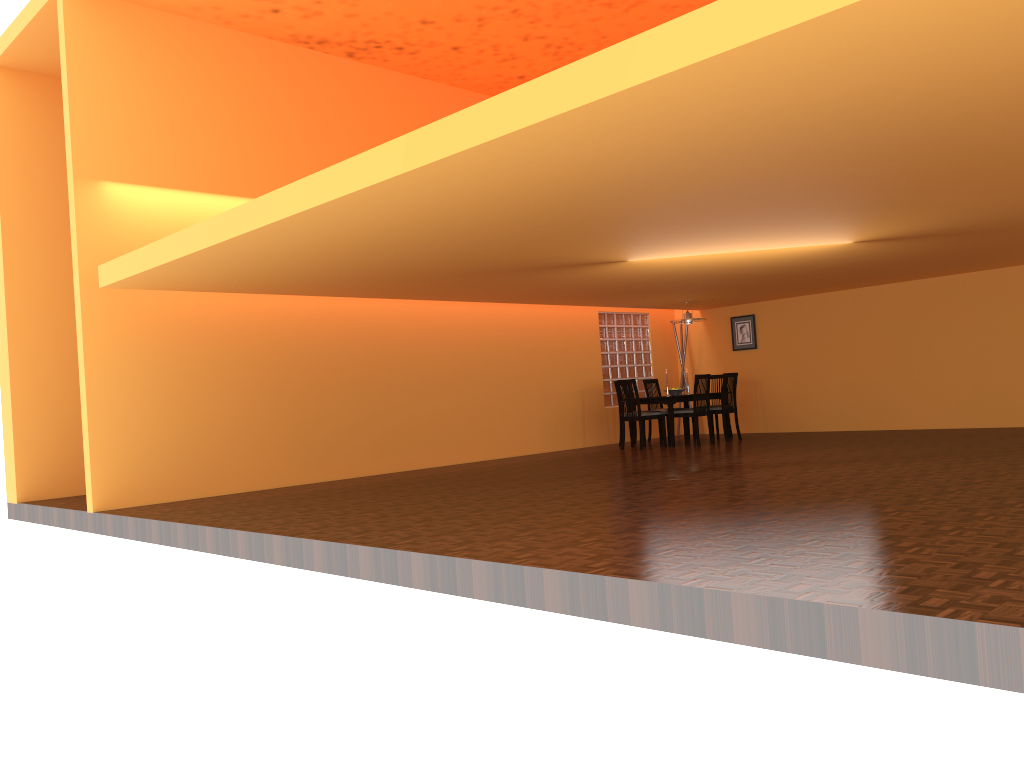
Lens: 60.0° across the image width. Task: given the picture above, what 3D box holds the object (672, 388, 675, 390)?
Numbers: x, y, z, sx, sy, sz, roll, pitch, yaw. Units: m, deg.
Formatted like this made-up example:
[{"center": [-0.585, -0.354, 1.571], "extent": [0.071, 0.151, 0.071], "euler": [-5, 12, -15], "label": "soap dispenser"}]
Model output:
[{"center": [1.922, 0.068, 10.552], "extent": [0.046, 0.046, 0.055], "euler": [-4, -1, 29], "label": "object"}]

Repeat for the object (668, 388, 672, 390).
[{"center": [1.915, 0.090, 10.645], "extent": [0.087, 0.076, 0.089], "euler": [-3, -1, -38], "label": "object"}]

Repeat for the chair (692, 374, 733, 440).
[{"center": [2.525, 0.289, 11.188], "extent": [0.373, 0.809, 0.465], "euler": [-5, -1, 41], "label": "chair"}]

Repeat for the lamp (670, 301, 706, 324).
[{"center": [2.158, -0.875, 10.901], "extent": [0.435, 0.274, 0.435], "euler": [-3, -1, -22], "label": "lamp"}]

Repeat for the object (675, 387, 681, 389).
[{"center": [2.005, 0.064, 10.695], "extent": [0.069, 0.066, 0.069], "euler": [-3, -1, -34], "label": "object"}]

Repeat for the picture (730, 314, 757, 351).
[{"center": [3.077, -0.678, 11.781], "extent": [0.014, 0.456, 0.361], "euler": [-3, -1, -44], "label": "picture"}]

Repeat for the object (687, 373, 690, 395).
[{"center": [2.147, -0.035, 10.842], "extent": [0.044, 0.326, 0.044], "euler": [-5, -1, 34], "label": "object"}]

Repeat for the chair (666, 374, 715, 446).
[{"center": [2.053, 0.304, 10.208], "extent": [0.373, 0.809, 0.465], "euler": [-3, -1, -44], "label": "chair"}]

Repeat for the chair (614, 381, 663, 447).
[{"center": [1.521, 0.349, 10.758], "extent": [0.373, 0.809, 0.465], "euler": [-3, -1, -44], "label": "chair"}]

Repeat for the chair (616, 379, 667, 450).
[{"center": [1.472, 0.343, 10.173], "extent": [0.465, 0.809, 0.373], "euler": [-3, -1, -39], "label": "chair"}]

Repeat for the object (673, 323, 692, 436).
[{"center": [2.370, -0.072, 12.179], "extent": [0.226, 1.589, 0.308], "euler": [-3, -1, -22], "label": "object"}]

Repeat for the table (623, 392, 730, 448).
[{"center": [2.017, 0.427, 10.656], "extent": [1.259, 0.584, 0.697], "euler": [-3, -1, -44], "label": "table"}]

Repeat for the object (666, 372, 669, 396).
[{"center": [1.818, -0.020, 10.403], "extent": [0.044, 0.326, 0.044], "euler": [-5, -1, 34], "label": "object"}]

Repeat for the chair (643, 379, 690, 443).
[{"center": [1.934, 0.328, 11.160], "extent": [0.373, 0.809, 0.465], "euler": [-3, -1, -44], "label": "chair"}]

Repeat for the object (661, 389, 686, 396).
[{"center": [1.957, 0.102, 10.642], "extent": [0.337, 0.072, 0.337], "euler": [-4, -1, 12], "label": "object"}]

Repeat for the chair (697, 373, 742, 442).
[{"center": [2.466, 0.283, 10.610], "extent": [0.373, 0.809, 0.465], "euler": [-3, -1, -44], "label": "chair"}]
